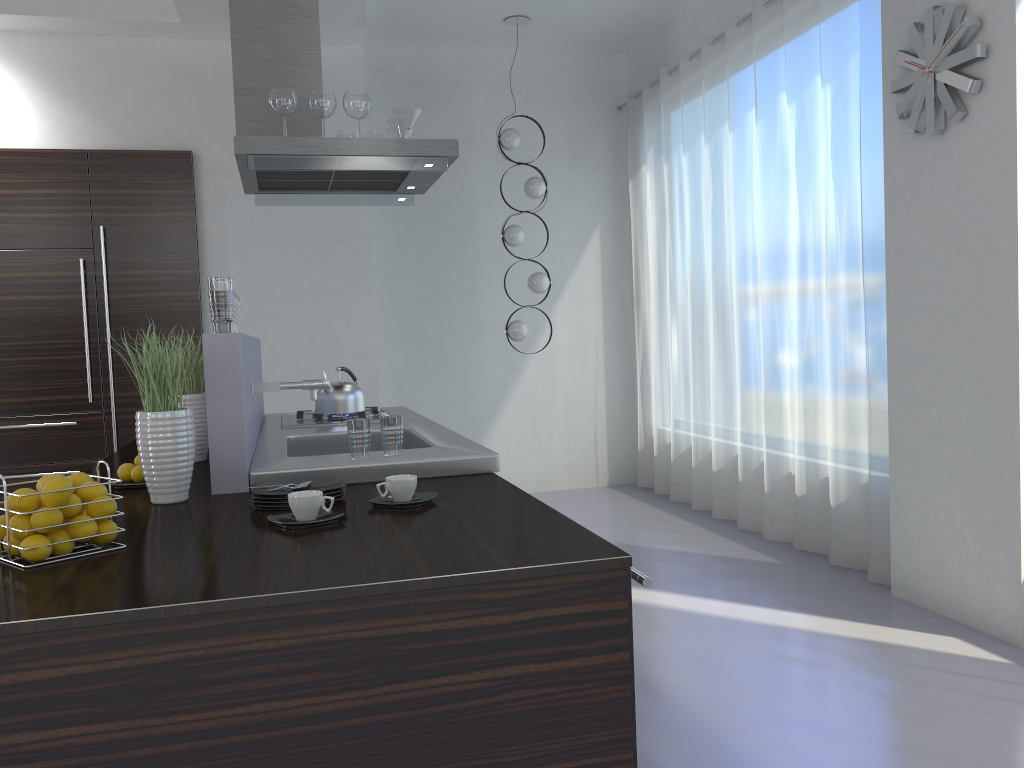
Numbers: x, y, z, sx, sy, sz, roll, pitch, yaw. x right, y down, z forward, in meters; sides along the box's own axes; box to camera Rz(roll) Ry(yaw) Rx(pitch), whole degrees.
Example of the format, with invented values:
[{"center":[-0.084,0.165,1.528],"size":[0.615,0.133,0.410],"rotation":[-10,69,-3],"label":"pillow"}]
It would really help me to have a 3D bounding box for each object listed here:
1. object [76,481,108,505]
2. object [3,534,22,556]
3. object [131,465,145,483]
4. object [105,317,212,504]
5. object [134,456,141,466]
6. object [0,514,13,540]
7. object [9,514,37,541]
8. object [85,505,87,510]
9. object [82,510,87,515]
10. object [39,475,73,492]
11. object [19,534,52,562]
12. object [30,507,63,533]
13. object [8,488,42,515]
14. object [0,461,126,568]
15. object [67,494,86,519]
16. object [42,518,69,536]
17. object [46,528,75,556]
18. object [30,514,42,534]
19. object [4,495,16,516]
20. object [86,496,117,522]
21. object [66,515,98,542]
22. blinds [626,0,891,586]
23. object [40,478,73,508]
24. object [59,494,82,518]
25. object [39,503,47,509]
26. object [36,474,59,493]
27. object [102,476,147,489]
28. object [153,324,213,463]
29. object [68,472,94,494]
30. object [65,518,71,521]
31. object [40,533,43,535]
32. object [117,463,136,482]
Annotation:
[{"center":[-0.878,0.229,1.856],"size":[0.063,0.051,0.053],"rotation":[0,4,31],"label":"object"},{"center":[-0.990,0.319,1.785],"size":[0.063,0.053,0.051],"rotation":[-3,3,-6],"label":"object"},{"center":[-1.117,0.271,2.667],"size":[0.052,0.054,0.061],"rotation":[-5,4,-37],"label":"object"},{"center":[-0.946,0.066,2.350],"size":[0.269,0.502,0.247],"rotation":[-1,3,29],"label":"object"},{"center":[-1.125,0.235,2.708],"size":[0.053,0.047,0.061],"rotation":[-3,3,-11],"label":"object"},{"center":[-1.026,0.291,1.805],"size":[0.052,0.054,0.061],"rotation":[-5,4,-37],"label":"object"},{"center":[-0.971,0.284,1.762],"size":[0.051,0.055,0.061],"rotation":[-4,4,-35],"label":"object"},{"center":[-0.942,0.256,1.908],"size":[0.053,0.051,0.063],"rotation":[1,4,44],"label":"object"},{"center":[-0.979,0.308,2.065],"size":[0.053,0.051,0.063],"rotation":[1,4,44],"label":"object"},{"center":[-0.938,0.214,1.823],"size":[0.063,0.053,0.051],"rotation":[-3,3,-13],"label":"object"},{"center":[-0.926,0.319,1.726],"size":[0.062,0.052,0.053],"rotation":[-1,3,25],"label":"object"},{"center":[-0.915,0.267,1.746],"size":[0.061,0.054,0.053],"rotation":[0,4,32],"label":"object"},{"center":[-0.968,0.233,1.761],"size":[0.063,0.053,0.051],"rotation":[-2,3,-1],"label":"object"},{"center":[-0.934,0.257,1.816],"size":[0.189,0.174,0.207],"rotation":[0,4,41],"label":"object"},{"center":[-0.920,0.256,1.855],"size":[0.051,0.053,0.064],"rotation":[-3,3,-12],"label":"object"},{"center":[-0.941,0.307,1.833],"size":[0.052,0.060,0.057],"rotation":[-3,3,-8],"label":"object"},{"center":[-0.909,0.318,1.783],"size":[0.061,0.055,0.050],"rotation":[0,4,31],"label":"object"},{"center":[-0.959,0.278,1.790],"size":[0.062,0.053,0.051],"rotation":[-3,3,-6],"label":"object"},{"center":[-1.002,0.244,1.808],"size":[0.053,0.052,0.061],"rotation":[-2,3,-1],"label":"object"},{"center":[-0.846,0.258,1.829],"size":[0.060,0.055,0.053],"rotation":[-1,3,29],"label":"object"},{"center":[-0.869,0.292,1.794],"size":[0.062,0.053,0.052],"rotation":[-1,3,23],"label":"object"},{"center":[1.349,-0.659,5.642],"size":[0.120,3.112,3.245],"rotation":[-3,3,-14],"label":"blinds"},{"center":[-0.901,0.217,1.756],"size":[0.059,0.060,0.050],"rotation":[-3,3,-15],"label":"object"},{"center":[-0.904,0.245,1.796],"size":[0.061,0.051,0.055],"rotation":[-3,3,-20],"label":"object"},{"center":[-0.976,0.262,1.856],"size":[0.052,0.053,0.062],"rotation":[-5,4,-42],"label":"object"},{"center":[-0.970,0.216,1.874],"size":[0.053,0.051,0.063],"rotation":[0,4,33],"label":"object"},{"center":[-1.118,0.295,2.716],"size":[0.232,0.020,0.232],"rotation":[-3,3,-6],"label":"object"},{"center":[-1.192,0.030,3.205],"size":[0.247,0.502,0.269],"rotation":[-3,3,-14],"label":"object"},{"center":[-0.920,0.217,1.890],"size":[0.057,0.060,0.052],"rotation":[-4,3,-26],"label":"object"},{"center":[-0.952,0.304,1.895],"size":[0.052,0.057,0.060],"rotation":[-3,3,-13],"label":"object"},{"center":[-0.983,0.314,1.843],"size":[0.074,0.063,0.064],"rotation":[-2,3,6],"label":"object"},{"center":[-1.170,0.270,2.704],"size":[0.060,0.058,0.070],"rotation":[-3,3,-15],"label":"object"}]
